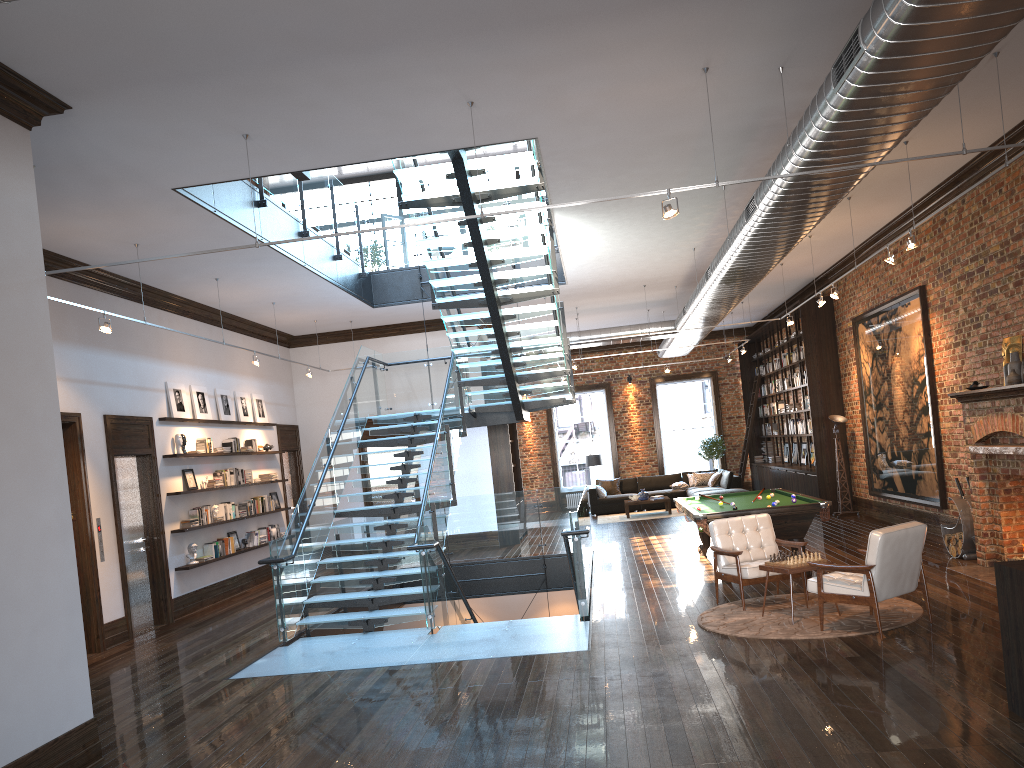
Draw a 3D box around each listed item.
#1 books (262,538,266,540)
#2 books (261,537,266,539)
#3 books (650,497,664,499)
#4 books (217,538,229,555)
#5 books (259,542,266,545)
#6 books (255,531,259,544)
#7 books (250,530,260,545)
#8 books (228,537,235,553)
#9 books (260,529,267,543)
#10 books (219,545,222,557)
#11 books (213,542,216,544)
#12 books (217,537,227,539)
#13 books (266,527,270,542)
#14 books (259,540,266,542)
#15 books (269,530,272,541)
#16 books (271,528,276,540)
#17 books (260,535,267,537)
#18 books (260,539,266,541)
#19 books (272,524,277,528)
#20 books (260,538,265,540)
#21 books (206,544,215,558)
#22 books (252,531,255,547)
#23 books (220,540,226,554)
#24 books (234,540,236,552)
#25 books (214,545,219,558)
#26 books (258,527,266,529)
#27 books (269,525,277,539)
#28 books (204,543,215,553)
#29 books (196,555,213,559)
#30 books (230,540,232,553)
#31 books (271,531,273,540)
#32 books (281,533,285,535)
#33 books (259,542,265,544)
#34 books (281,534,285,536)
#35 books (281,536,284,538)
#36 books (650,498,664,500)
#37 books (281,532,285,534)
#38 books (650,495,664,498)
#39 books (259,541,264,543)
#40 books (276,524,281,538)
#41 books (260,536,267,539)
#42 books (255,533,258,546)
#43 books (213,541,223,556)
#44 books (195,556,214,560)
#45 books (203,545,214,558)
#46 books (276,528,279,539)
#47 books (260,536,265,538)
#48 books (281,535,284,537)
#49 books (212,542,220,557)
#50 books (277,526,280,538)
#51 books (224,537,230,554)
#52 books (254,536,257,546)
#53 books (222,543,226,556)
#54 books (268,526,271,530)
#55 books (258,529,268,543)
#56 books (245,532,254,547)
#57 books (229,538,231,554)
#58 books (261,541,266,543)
[{"bbox_3d":[-4.159,2.560,14.561,0.141,0.011,0.285,-6,-4,5],"label":"books"},{"bbox_3d":[-4.157,2.539,14.561,0.141,0.011,0.286,-6,-4,7],"label":"books"},{"bbox_3d":[3.322,2.611,20.317,0.206,0.024,0.261,-9,-6,40],"label":"books"},{"bbox_3d":[-4.284,2.411,13.133,0.176,0.244,0.082,-6,0,6],"label":"books"},{"bbox_3d":[-4.144,2.622,14.561,0.142,0.011,0.257,-6,-4,2],"label":"books"},{"bbox_3d":[-4.175,2.501,14.334,0.157,0.233,0.107,-6,0,6],"label":"books"},{"bbox_3d":[-4.165,2.498,14.353,0.166,0.235,0.094,-6,0,6],"label":"books"},{"bbox_3d":[-4.261,2.425,13.331,0.168,0.242,0.026,-6,0,6],"label":"books"},{"bbox_3d":[-4.139,2.526,14.715,0.142,0.224,0.012,-6,1,6],"label":"books"},{"bbox_3d":[-4.300,2.431,12.871,0.167,0.168,0.029,-6,0,6],"label":"books"},{"bbox_3d":[-4.334,2.406,12.837,0.114,0.220,0.022,-6,0,6],"label":"books"},{"bbox_3d":[-4.302,2.414,13.191,0.141,0.252,0.012,-6,1,6],"label":"books"},{"bbox_3d":[-4.127,2.520,14.805,0.164,0.247,0.011,-6,1,6],"label":"books"},{"bbox_3d":[-4.146,2.580,14.560,0.141,0.011,0.288,-7,-4,10],"label":"books"},{"bbox_3d":[-4.114,2.543,14.826,0.176,0.203,0.034,-6,0,6],"label":"books"},{"bbox_3d":[-4.091,2.560,15.051,0.168,0.202,0.095,-6,0,6],"label":"books"},{"bbox_3d":[-4.154,2.506,14.560,0.141,0.011,0.288,-7,-4,10],"label":"books"},{"bbox_3d":[-4.148,2.569,14.560,0.142,0.011,0.257,-6,-4,1],"label":"books"},{"bbox_3d":[-4.099,2.545,15.257,0.130,0.262,0.060,-6,0,6],"label":"books"},{"bbox_3d":[-4.158,2.549,14.561,0.141,0.011,0.286,-6,-4,6],"label":"books"},{"bbox_3d":[-4.336,2.402,12.712,0.133,0.209,0.024,-6,0,6],"label":"books"},{"bbox_3d":[-4.196,2.487,14.203,0.146,0.234,0.142,-6,-1,6],"label":"books"},{"bbox_3d":[-4.303,2.421,13.084,0.136,0.222,0.021,-6,0,6],"label":"books"},{"bbox_3d":[-4.262,2.457,13.412,0.155,0.191,0.028,-6,0,6],"label":"books"},{"bbox_3d":[-4.310,2.417,12.768,0.167,0.184,0.029,-6,0,6],"label":"books"},{"bbox_3d":[-4.143,2.515,14.762,0.134,0.254,0.011,-6,1,6],"label":"books"},{"bbox_3d":[-4.100,2.543,15.180,0.122,0.252,0.013,-6,1,6],"label":"books"},{"bbox_3d":[-4.341,2.397,12.740,0.126,0.226,0.031,-6,0,6],"label":"books"},{"bbox_3d":[-4.356,2.448,12.540,0.142,0.011,0.255,-6,-4,6],"label":"books"},{"bbox_3d":[-4.280,2.446,13.307,0.135,0.201,0.025,-6,0,6],"label":"books"},{"bbox_3d":[-4.103,2.566,14.930,0.161,0.170,0.027,-6,0,6],"label":"books"},{"bbox_3d":[-4.059,2.625,15.492,0.125,0.014,0.214,-6,-4,5],"label":"books"},{"bbox_3d":[-4.149,2.612,14.561,0.142,0.011,0.255,-6,-4,7],"label":"books"},{"bbox_3d":[-4.052,2.640,15.507,0.159,0.014,0.183,-6,-4,5],"label":"books"},{"bbox_3d":[-4.041,2.676,15.519,0.124,0.013,0.158,-6,-4,5],"label":"books"},{"bbox_3d":[3.270,2.591,19.973,0.261,0.024,0.206,-5,-4,-17],"label":"books"},{"bbox_3d":[-4.060,2.612,15.501,0.152,0.013,0.195,-6,-4,5],"label":"books"},{"bbox_3d":[3.320,2.584,20.309,0.206,0.028,0.261,-9,-5,38],"label":"books"},{"bbox_3d":[-4.154,2.591,14.561,0.141,0.011,0.286,-6,-4,4],"label":"books"},{"bbox_3d":[-4.081,2.549,15.319,0.157,0.258,0.042,-6,0,6],"label":"books"},{"bbox_3d":[-4.152,2.527,14.560,0.141,0.011,0.288,-7,-4,10],"label":"books"},{"bbox_3d":[-4.170,2.509,14.310,0.151,0.207,0.085,-6,0,6],"label":"books"},{"bbox_3d":[-4.308,2.412,12.986,0.140,0.225,0.060,-6,0,6],"label":"books"},{"bbox_3d":[-4.349,2.458,12.540,0.141,0.011,0.288,-7,-4,9],"label":"books"},{"bbox_3d":[-4.343,2.405,12.695,0.131,0.203,0.011,-6,1,6],"label":"books"},{"bbox_3d":[-4.077,2.570,15.199,0.151,0.197,0.029,-6,0,6],"label":"books"},{"bbox_3d":[-4.154,2.517,14.560,0.142,0.011,0.257,-6,-4,1],"label":"books"},{"bbox_3d":[-4.054,2.654,15.494,0.156,0.015,0.211,-6,-4,5],"label":"books"},{"bbox_3d":[-4.316,2.405,12.852,0.152,0.221,0.011,-6,1,6],"label":"books"},{"bbox_3d":[-4.079,2.559,15.281,0.139,0.232,0.050,-6,0,6],"label":"books"},{"bbox_3d":[-4.290,2.415,13.220,0.128,0.251,0.025,-6,0,6],"label":"books"},{"bbox_3d":[-4.180,2.528,14.245,0.138,0.158,0.108,-6,-1,6],"label":"books"},{"bbox_3d":[-4.295,2.435,13.030,0.152,0.183,0.030,-6,0,6],"label":"books"},{"bbox_3d":[-4.118,2.529,14.951,0.124,0.250,0.013,-6,1,6],"label":"books"},{"bbox_3d":[-4.136,2.524,14.727,0.163,0.230,0.011,-6,1,6],"label":"books"},{"bbox_3d":[-4.197,2.488,14.152,0.141,0.224,0.136,-6,-1,6],"label":"books"},{"bbox_3d":[-4.282,2.428,13.276,0.147,0.233,0.036,-6,0,6],"label":"books"},{"bbox_3d":[-4.144,2.601,14.560,0.141,0.011,0.288,-6,-4,1],"label":"books"}]
